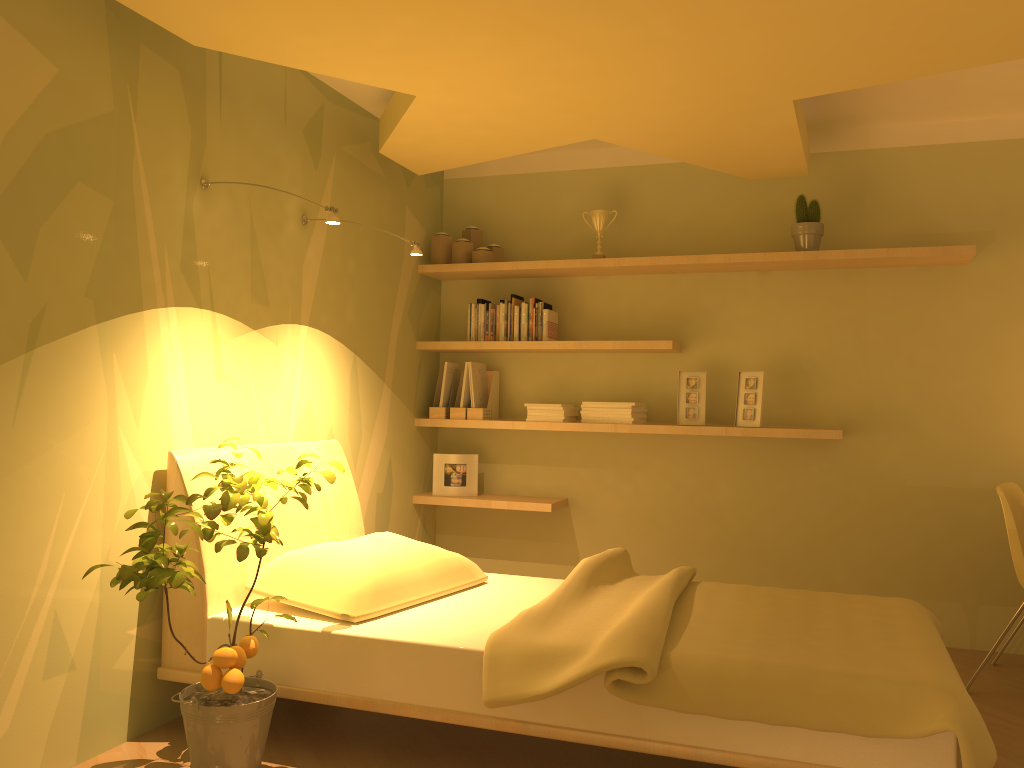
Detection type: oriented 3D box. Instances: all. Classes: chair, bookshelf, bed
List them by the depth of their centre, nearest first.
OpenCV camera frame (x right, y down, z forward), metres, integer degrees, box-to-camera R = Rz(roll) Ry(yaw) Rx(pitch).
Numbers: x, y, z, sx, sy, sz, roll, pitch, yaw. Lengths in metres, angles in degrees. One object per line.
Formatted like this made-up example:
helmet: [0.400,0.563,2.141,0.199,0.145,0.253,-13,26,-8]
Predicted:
bed: [0.171,0.684,2.883,2.378,0.894,1.286,1,-1,19]
chair: [2.097,0.789,3.407,0.546,0.785,0.531,0,-2,39]
bookshelf: [0.776,0.019,4.318,2.605,1.240,0.300,1,-1,19]

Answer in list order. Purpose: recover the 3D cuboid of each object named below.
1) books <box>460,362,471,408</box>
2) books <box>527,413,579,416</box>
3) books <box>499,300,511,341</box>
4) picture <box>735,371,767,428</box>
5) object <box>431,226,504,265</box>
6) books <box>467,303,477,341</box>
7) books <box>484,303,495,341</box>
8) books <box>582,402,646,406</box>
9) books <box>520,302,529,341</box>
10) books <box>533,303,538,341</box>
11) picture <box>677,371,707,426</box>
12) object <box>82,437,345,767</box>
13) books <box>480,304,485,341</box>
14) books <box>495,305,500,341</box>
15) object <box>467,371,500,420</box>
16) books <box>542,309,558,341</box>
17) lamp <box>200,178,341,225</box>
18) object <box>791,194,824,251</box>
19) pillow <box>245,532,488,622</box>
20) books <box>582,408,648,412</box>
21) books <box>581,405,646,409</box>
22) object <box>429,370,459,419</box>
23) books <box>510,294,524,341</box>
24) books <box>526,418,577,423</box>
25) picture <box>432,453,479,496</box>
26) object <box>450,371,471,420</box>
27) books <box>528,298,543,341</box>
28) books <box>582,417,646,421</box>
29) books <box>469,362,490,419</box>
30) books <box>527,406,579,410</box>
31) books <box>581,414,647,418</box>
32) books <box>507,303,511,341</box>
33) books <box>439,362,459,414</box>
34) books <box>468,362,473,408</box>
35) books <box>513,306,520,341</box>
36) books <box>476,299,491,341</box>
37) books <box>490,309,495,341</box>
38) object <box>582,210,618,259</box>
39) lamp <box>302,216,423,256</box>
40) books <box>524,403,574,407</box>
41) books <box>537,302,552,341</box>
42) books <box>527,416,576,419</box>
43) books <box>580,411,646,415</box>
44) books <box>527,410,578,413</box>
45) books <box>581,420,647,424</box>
books: [-0.217,0.037,4.661,0.048,0.297,0.214,1,-1,19]
books: [0.213,0.155,4.520,0.190,0.015,0.270,1,-1,20]
books: [-0.022,-0.319,4.602,0.038,0.217,0.166,1,-1,19]
picture: [1.158,0.073,4.193,0.171,0.264,0.134,2,-2,-44]
object: [-0.233,-0.729,4.687,0.349,0.229,0.234,1,-1,20]
books: [-0.188,-0.314,4.665,0.040,0.203,0.157,1,-1,19]
books: [-0.103,-0.313,4.635,0.032,0.203,0.157,1,-1,19]
books: [0.509,0.098,4.409,0.270,0.015,0.190,1,-1,25]
books: [0.082,-0.311,4.569,0.040,0.203,0.157,1,-1,19]
books: [0.142,-0.308,4.548,0.022,0.198,0.157,1,-1,19]
picture: [0.887,0.071,4.333,0.134,0.264,0.171,1,-1,19]
object: [-0.778,0.626,2.369,0.372,0.944,0.828,1,-1,13]
books: [-0.129,-0.311,4.644,0.022,0.198,0.157,1,-1,19]
books: [-0.052,-0.307,4.622,0.032,0.193,0.146,1,-1,19]
object: [-0.148,0.058,4.638,0.087,0.259,0.236,1,-1,20]
books: [0.193,-0.290,4.518,0.032,0.163,0.178,1,-1,19]
lamp: [-0.803,-0.610,2.939,0.533,0.178,0.050,1,-1,19]
object: [1.367,-0.742,4.101,0.145,0.294,0.145,1,-1,1]
pillow: [-0.481,0.660,3.125,0.482,0.213,0.801,0,-1,29]
books: [0.510,0.128,4.400,0.270,0.015,0.190,0,-1,33]
books: [0.506,0.114,4.423,0.270,0.015,0.190,0,-1,30]
object: [-0.358,0.055,4.712,0.087,0.259,0.236,1,-1,14]
books: [0.024,-0.334,4.591,0.021,0.247,0.157,1,-1,19]
books: [0.203,0.184,4.518,0.190,0.015,0.270,1,-1,19]
picture: [-0.296,0.476,4.668,0.247,0.219,0.131,1,-1,-3]
object: [-0.239,0.057,4.670,0.087,0.259,0.236,1,-1,19]
books: [0.120,-0.323,4.566,0.032,0.229,0.138,1,-1,19]
books: [0.508,0.173,4.407,0.270,0.015,0.190,1,-1,27]
books: [-0.167,0.037,4.646,0.043,0.296,0.210,1,-1,20]
books: [0.212,0.125,4.522,0.190,0.015,0.270,1,-1,21]
books: [0.507,0.158,4.399,0.270,0.015,0.190,0,-1,32]
books: [0.006,-0.312,4.598,0.017,0.203,0.155,1,-1,19]
books: [-0.336,0.035,4.705,0.048,0.297,0.214,1,-1,14]
books: [-0.176,0.038,4.645,0.036,0.296,0.210,1,-1,20]
books: [0.045,-0.302,4.573,0.032,0.184,0.173,1,-1,19]
books: [-0.151,-0.327,4.662,0.032,0.229,0.138,1,-1,19]
books: [-0.079,-0.298,4.626,0.021,0.172,0.157,1,-1,19]
object: [0.441,-0.739,4.473,0.160,0.268,0.095,1,-1,-10]
lamp: [-0.597,-0.593,3.522,0.533,0.178,0.050,1,-1,19]
books: [0.191,0.109,4.515,0.190,0.015,0.270,1,-1,17]
books: [0.167,-0.310,4.539,0.032,0.203,0.157,1,-1,19]
books: [0.203,0.169,4.519,0.190,0.015,0.270,1,-1,16]
books: [0.502,0.143,4.403,0.270,0.015,0.190,0,-1,30]
books: [0.210,0.139,4.515,0.190,0.015,0.270,1,-1,19]
books: [0.507,0.188,4.407,0.270,0.015,0.190,0,-1,30]
